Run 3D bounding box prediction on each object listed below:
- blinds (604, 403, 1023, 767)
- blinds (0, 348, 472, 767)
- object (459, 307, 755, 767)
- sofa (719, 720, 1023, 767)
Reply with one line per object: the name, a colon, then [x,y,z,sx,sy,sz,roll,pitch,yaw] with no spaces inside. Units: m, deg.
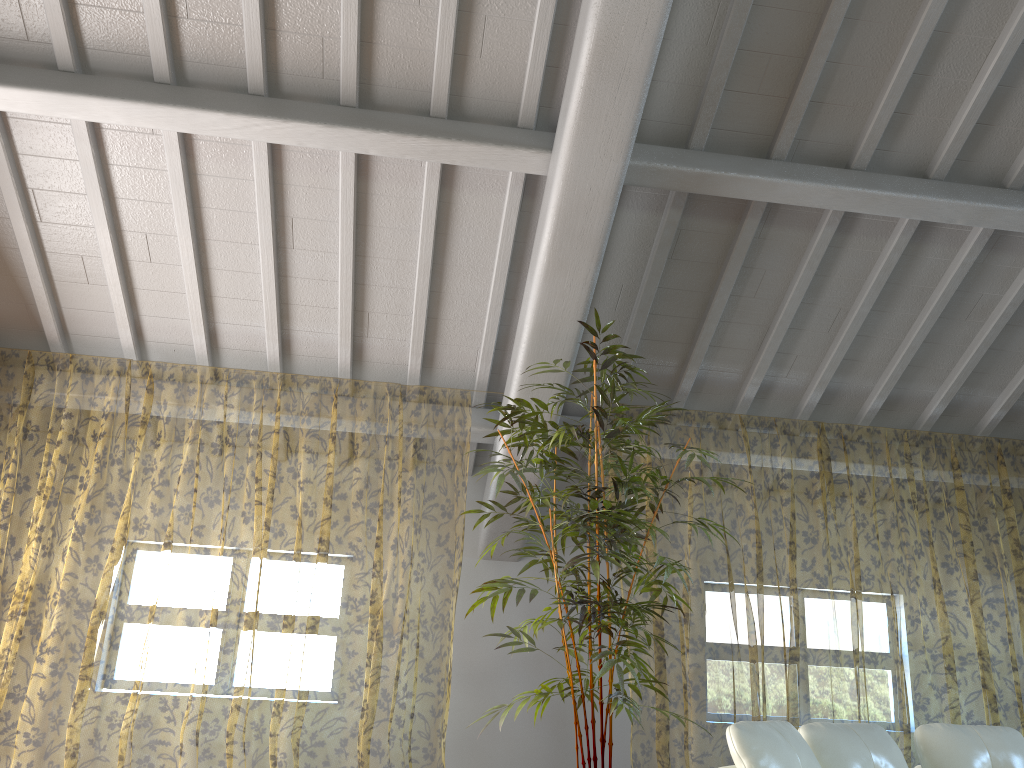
blinds: [2.243,1.486,5.372,3.505,2.546,0.306,5,-19,-6]
blinds: [-2.019,1.096,4.891,3.505,2.546,0.306,5,-19,-6]
object: [0.397,0.974,4.025,1.399,2.473,1.177,-3,-19,17]
sofa: [1.752,1.590,2.984,3.047,0.805,1.359,12,-21,-26]
